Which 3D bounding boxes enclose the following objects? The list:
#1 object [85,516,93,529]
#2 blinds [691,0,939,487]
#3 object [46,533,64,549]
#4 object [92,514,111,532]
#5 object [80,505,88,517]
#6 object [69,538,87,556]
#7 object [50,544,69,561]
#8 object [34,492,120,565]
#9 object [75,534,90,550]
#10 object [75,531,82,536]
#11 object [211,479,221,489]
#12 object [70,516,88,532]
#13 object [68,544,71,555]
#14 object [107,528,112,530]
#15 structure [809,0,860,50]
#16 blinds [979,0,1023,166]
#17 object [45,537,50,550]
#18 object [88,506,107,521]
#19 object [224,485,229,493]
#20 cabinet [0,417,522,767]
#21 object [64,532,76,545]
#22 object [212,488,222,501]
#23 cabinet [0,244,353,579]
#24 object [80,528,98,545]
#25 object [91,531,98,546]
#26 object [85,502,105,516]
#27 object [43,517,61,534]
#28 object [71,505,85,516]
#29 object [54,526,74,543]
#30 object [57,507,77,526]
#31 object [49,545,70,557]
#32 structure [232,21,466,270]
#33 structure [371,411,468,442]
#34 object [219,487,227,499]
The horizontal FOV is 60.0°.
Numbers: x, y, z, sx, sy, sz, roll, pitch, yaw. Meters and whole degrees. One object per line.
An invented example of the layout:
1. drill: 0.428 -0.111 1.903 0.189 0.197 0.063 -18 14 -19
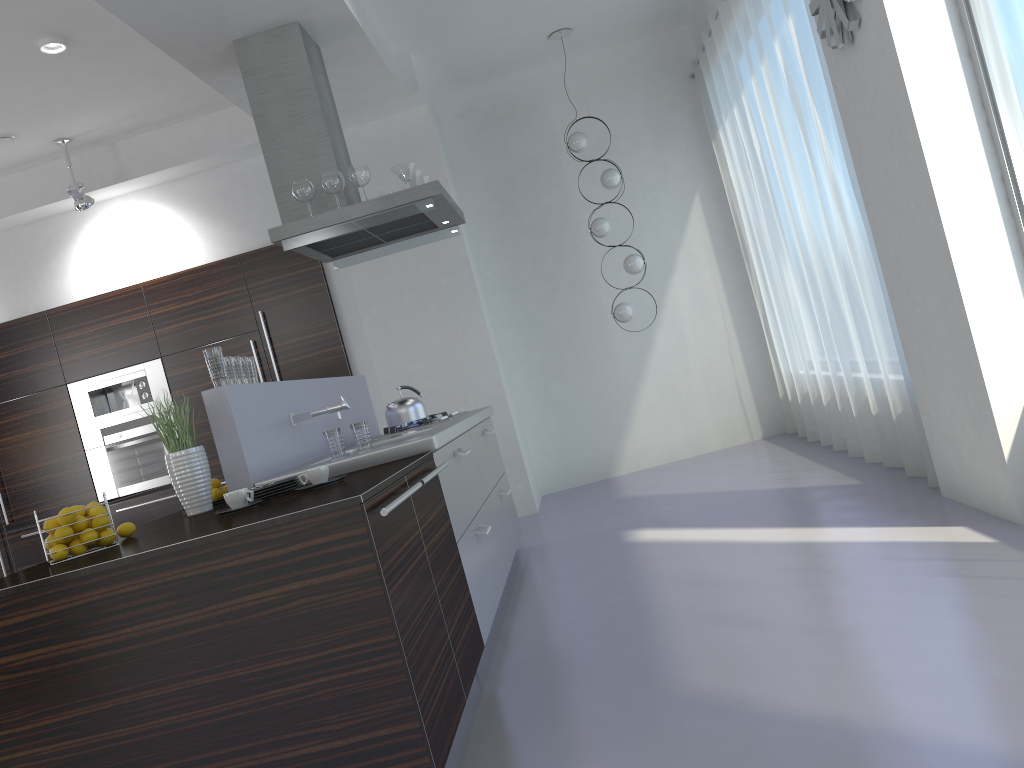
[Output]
1. object: -1.361 0.452 2.858 0.051 0.053 0.064 -15 0 7
2. blinds: 1.772 -1.060 5.726 0.120 3.112 3.245 -15 0 5
3. object: -1.434 0.494 2.786 0.051 0.055 0.061 -15 0 -16
4. object: -1.301 0.440 2.810 0.053 0.055 0.060 -15 1 -42
5. object: -1.410 0.422 2.893 0.063 0.051 0.053 -15 0 -38
6. object: -1.362 0.513 2.785 0.050 0.055 0.061 -15 0 -40
7. object: -1.396 0.520 2.737 0.062 0.052 0.053 -15 1 44
8. object: -1.387 0.457 2.826 0.207 0.174 0.189 -15 0 -30
9. object: -1.377 0.507 2.843 0.052 0.060 0.057 -15 0 10
10. object: -1.412 0.469 2.878 0.052 0.053 0.062 -15 0 -24
11. object: -1.244 0.420 3.696 0.063 0.048 0.053 -15 0 -29
12. object: -1.369 0.441 2.798 0.061 0.051 0.055 -15 0 -1
13. object: -1.411 0.522 2.865 0.074 0.063 0.064 -15 0 25
14. object: -1.387 0.521 3.037 0.053 0.051 0.063 -15 0 8
15. structure: 1.323 -1.659 3.705 0.076 0.505 0.505 -15 0 5
16. blinds: 1.449 -0.943 1.473 0.120 3.112 2.830 -15 0 5
17. object: -1.469 0.510 2.844 0.052 0.054 0.061 -15 0 -18
18. object: -1.329 0.417 2.846 0.053 0.051 0.063 -15 0 -40
19. object: -1.213 0.457 3.778 0.061 0.054 0.052 -15 0 -38
20. cabinet: -0.760 0.815 3.943 1.377 0.852 3.285 -15 0 5
21. object: -1.414 0.484 2.809 0.062 0.053 0.051 -15 0 13
22. object: -1.226 0.457 3.669 0.063 0.053 0.051 -15 1 45
23. cabinet: -2.904 0.519 7.175 3.600 2.500 0.669 -15 0 5
24. object: -1.327 0.479 2.783 0.062 0.053 0.052 -15 1 42
25. object: -1.369 0.504 2.905 0.052 0.057 0.060 -15 0 6
26. object: -1.358 0.412 2.892 0.057 0.060 0.052 -15 0 -7
27. object: -1.441 0.443 2.786 0.063 0.053 0.051 -15 0 18
28. object: -1.397 0.416 2.836 0.063 0.053 0.051 -15 0 6
29. object: -1.390 0.467 2.753 0.053 0.054 0.061 -15 0 -39
30. object: -1.385 0.414 2.760 0.059 0.060 0.050 -15 0 4
31. object: -1.436 0.531 2.813 0.063 0.053 0.051 -15 0 13
32. structure: -0.900 -1.391 4.984 0.915 1.231 0.981 -15 0 5
33. structure: -0.544 0.219 5.001 0.519 0.055 0.709 -15 0 5
34. object: -1.230 0.463 3.722 0.071 0.060 0.057 -15 0 6
